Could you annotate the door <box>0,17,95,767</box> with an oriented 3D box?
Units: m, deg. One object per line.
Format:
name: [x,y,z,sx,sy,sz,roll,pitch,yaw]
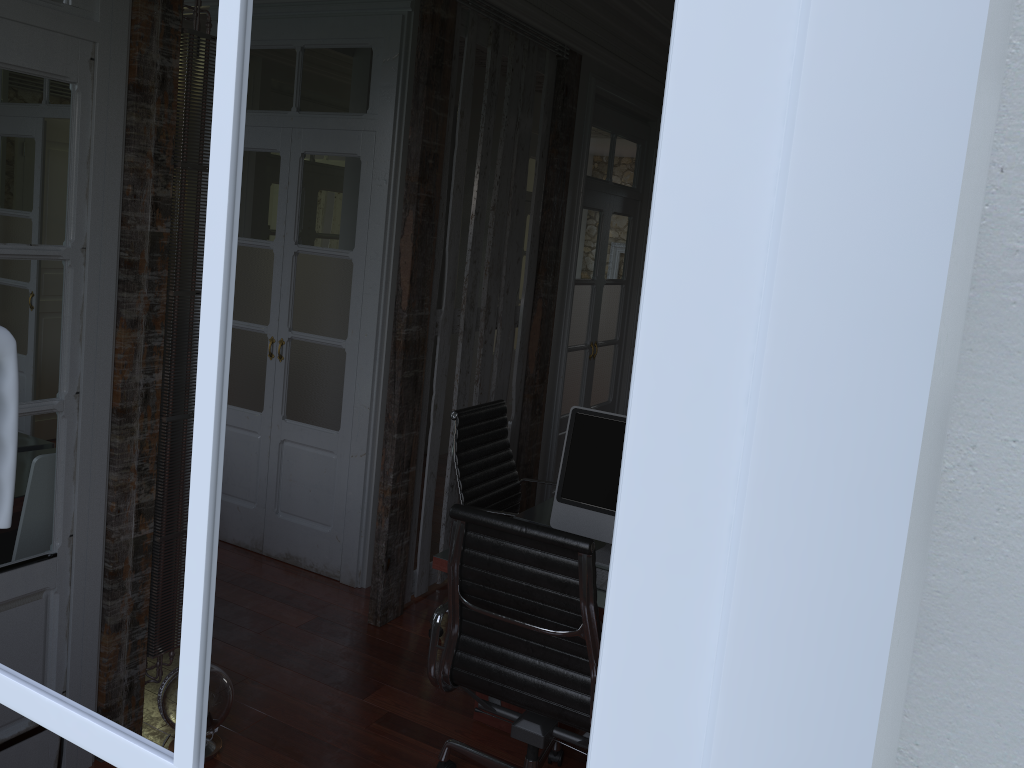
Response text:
door: [-1.522,0.176,2.115,0.041,2.168,1.164,9,8,27]

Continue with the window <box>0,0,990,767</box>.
window: [-0.492,-0.076,0.724,1.533,1.972,0.127,10,8,28]

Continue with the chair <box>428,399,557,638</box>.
chair: [0.044,0.641,3.762,0.701,1.016,0.668,9,8,22]

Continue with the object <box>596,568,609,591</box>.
object: [0.237,0.596,2.762,0.440,0.017,0.119,11,11,28]

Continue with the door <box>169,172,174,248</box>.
door: [-2.773,-0.500,5.378,1.187,2.168,0.485,6,7,2]

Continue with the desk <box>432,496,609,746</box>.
desk: [0.877,0.886,3.657,1.305,0.723,2.516,10,10,27]

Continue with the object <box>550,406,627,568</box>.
object: [0.388,0.349,2.919,0.485,0.482,0.190,10,8,28]

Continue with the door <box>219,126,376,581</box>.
door: [-1.177,-0.190,4.480,1.061,2.166,0.041,9,7,28]

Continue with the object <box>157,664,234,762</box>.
object: [-1.029,1.088,2.874,0.235,0.381,0.221,6,7,6]

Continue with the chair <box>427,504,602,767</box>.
chair: [0.082,0.831,2.657,0.668,1.016,0.701,10,9,32]

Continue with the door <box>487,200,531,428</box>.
door: [-0.007,-0.605,7.927,0.041,2.073,1.080,9,8,27]
